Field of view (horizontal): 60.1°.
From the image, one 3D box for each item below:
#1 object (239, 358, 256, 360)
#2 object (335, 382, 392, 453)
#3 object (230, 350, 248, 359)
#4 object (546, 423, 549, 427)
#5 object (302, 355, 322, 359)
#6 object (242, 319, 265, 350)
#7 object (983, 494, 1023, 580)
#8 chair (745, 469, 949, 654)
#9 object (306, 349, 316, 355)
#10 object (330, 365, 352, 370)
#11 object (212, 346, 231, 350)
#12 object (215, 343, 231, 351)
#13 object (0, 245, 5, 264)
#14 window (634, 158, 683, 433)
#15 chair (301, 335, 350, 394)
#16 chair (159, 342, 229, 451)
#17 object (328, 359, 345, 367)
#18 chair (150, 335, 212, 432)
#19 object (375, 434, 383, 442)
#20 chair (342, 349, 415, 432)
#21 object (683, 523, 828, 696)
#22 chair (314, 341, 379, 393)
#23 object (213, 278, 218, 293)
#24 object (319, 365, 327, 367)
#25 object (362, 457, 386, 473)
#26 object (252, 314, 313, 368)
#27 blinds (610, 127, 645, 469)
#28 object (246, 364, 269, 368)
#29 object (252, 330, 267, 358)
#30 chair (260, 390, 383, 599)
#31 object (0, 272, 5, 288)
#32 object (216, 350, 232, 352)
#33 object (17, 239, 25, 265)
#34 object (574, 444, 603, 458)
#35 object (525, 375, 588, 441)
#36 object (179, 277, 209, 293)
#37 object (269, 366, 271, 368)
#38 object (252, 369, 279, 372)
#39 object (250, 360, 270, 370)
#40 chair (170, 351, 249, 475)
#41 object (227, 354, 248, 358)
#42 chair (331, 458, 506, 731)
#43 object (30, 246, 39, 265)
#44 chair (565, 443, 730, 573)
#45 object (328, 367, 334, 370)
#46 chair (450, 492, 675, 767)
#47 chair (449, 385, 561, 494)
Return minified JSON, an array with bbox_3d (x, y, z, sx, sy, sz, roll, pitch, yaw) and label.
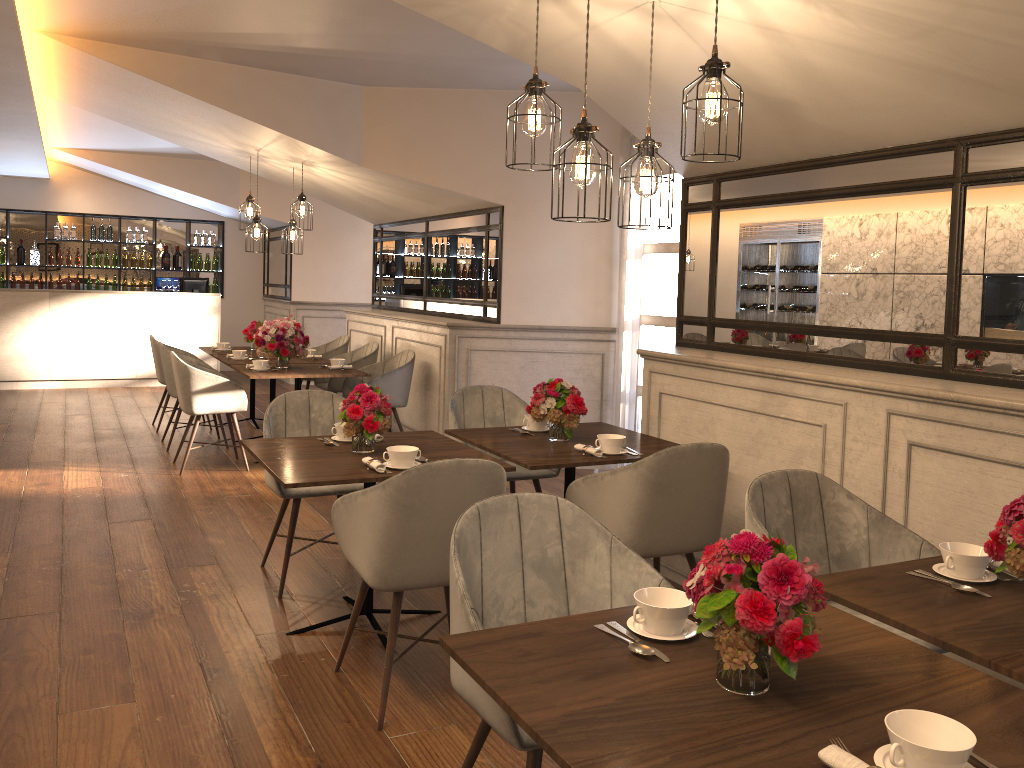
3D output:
[{"bbox_3d":[-2.270,-0.209,7.497,0.197,0.015,0.043,-2,7,-30],"label":"object"},{"bbox_3d":[-0.615,0.130,3.665,0.234,0.300,0.306,1,5,-7],"label":"object"},{"bbox_3d":[-2.337,-0.250,7.588,0.148,0.072,0.149,3,6,16],"label":"object"},{"bbox_3d":[0.223,0.207,4.389,0.056,0.039,0.176,-1,7,-27],"label":"object"},{"bbox_3d":[-1.758,-0.238,7.792,0.175,0.039,0.056,-1,6,-27],"label":"object"},{"bbox_3d":[-2.468,-0.479,8.532,0.234,0.300,0.306,3,5,21],"label":"object"},{"bbox_3d":[1.257,0.373,2.025,0.306,0.300,0.234,6,6,38],"label":"object"},{"bbox_3d":[0.969,0.735,2.611,0.565,0.869,0.528,0,5,-27],"label":"chair"},{"bbox_3d":[-1.808,-0.268,7.892,0.148,0.072,0.149,3,6,16],"label":"object"},{"bbox_3d":[-1.341,-0.131,6.960,0.175,0.039,0.056,-1,6,-27],"label":"object"},{"bbox_3d":[-2.789,-0.348,8.489,0.175,0.039,0.056,-1,6,-27],"label":"object"},{"bbox_3d":[-2.737,-0.352,8.387,0.148,0.072,0.149,3,6,16],"label":"object"},{"bbox_3d":[-6.910,-1.753,11.989,0.066,0.260,0.065,5,4,42],"label":"object"},{"bbox_3d":[1.984,-0.304,5.360,0.495,2.381,14.580,0,6,-30],"label":"window"},{"bbox_3d":[-1.916,-0.058,8.861,0.526,0.869,0.567,0,5,-27],"label":"chair"},{"bbox_3d":[-2.676,0.082,7.412,0.526,0.869,0.567,0,5,-27],"label":"chair"},{"bbox_3d":[-1.392,-0.161,7.060,0.148,0.072,0.149,3,6,16],"label":"object"},{"bbox_3d":[-3.095,-0.026,8.250,0.526,0.869,0.567,0,5,-27],"label":"chair"},{"bbox_3d":[-0.622,0.228,3.966,0.056,0.039,0.176,-1,7,-27],"label":"object"},{"bbox_3d":[-1.077,0.157,7.185,0.526,0.869,0.567,0,5,-27],"label":"chair"},{"bbox_3d":[0.423,0.396,1.594,0.234,0.300,0.306,1,5,-7],"label":"object"},{"bbox_3d":[-1.496,0.049,8.023,0.526,0.869,0.567,0,5,-27],"label":"chair"},{"bbox_3d":[-4.434,-1.455,13.256,0.066,0.260,0.065,5,4,42],"label":"object"},{"bbox_3d":[-1.460,-0.145,7.154,0.197,0.015,0.043,-2,7,-30],"label":"object"},{"bbox_3d":[-0.521,0.302,3.336,0.056,0.039,0.176,-1,7,-27],"label":"object"},{"bbox_3d":[-1.802,-0.338,6.944,0.420,0.424,0.407,-2,6,-38],"label":"object"},{"bbox_3d":[1.108,-0.595,6.236,0.134,2.690,1.385,0,4,-26],"label":"blinds"},{"bbox_3d":[-1.971,-0.139,6.858,0.175,0.039,0.056,-1,6,-27],"label":"object"},{"bbox_3d":[-2.167,-0.381,7.771,0.234,0.300,0.306,1,5,-7],"label":"object"},{"bbox_3d":[-0.927,0.491,4.255,0.565,0.869,0.528,0,5,-27],"label":"chair"},{"bbox_3d":[-6.922,-1.392,12.009,0.066,0.260,0.065,5,4,42],"label":"object"},{"bbox_3d":[-2.670,-0.311,8.296,0.197,0.015,0.043,-2,7,-30],"label":"object"},{"bbox_3d":[-6.707,-1.806,12.092,0.104,0.358,0.104,4,4,35],"label":"object"},{"bbox_3d":[0.324,0.281,3.760,0.056,0.039,0.176,-1,7,-27],"label":"object"},{"bbox_3d":[0.219,0.107,4.097,0.306,0.300,0.234,6,6,38],"label":"object"},{"bbox_3d":[-4.162,-1.232,11.623,0.130,0.328,0.409,5,6,41],"label":"object"},{"bbox_3d":[-1.948,-0.129,6.832,0.192,0.024,0.025,-1,6,-27],"label":"object"},{"bbox_3d":[-1.853,-0.102,6.665,0.197,0.015,0.043,-2,7,-30],"label":"object"},{"bbox_3d":[-1.920,-0.143,6.755,0.148,0.072,0.149,3,6,16],"label":"object"},{"bbox_3d":[-2.256,0.189,6.574,0.526,0.869,0.567,0,5,-27],"label":"chair"},{"bbox_3d":[-2.388,-0.246,7.690,0.175,0.039,0.056,-1,6,-27],"label":"object"},{"bbox_3d":[-0.306,0.642,3.083,0.565,0.869,0.528,0,5,-27],"label":"chair"},{"bbox_3d":[-6.557,-1.770,12.164,0.108,0.281,0.108,3,4,19],"label":"object"},{"bbox_3d":[0.552,0.621,3.513,0.565,0.869,0.528,0,5,-27],"label":"chair"},{"bbox_3d":[-1.365,-0.128,6.986,0.192,0.024,0.025,-1,6,-27],"label":"object"},{"bbox_3d":[0.111,0.757,2.181,0.565,0.869,0.528,0,5,-27],"label":"chair"},{"bbox_3d":[-0.070,0.469,4.684,0.565,0.869,0.528,0,5,-27],"label":"chair"}]
